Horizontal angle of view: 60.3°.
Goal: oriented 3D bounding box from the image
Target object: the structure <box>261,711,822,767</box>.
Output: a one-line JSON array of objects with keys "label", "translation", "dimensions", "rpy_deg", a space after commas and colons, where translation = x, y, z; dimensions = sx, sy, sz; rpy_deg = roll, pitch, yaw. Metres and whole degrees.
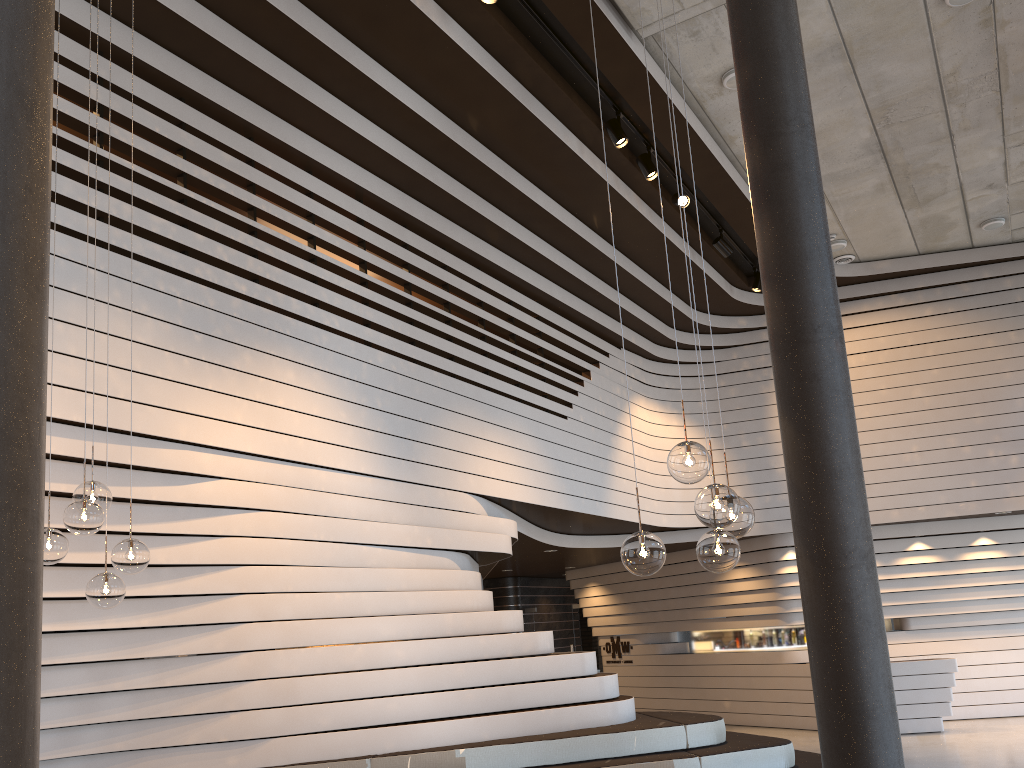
[{"label": "structure", "translation": [-3.245, 1.601, 0.683], "dimensions": [5.841, 0.909, 18.400], "rpy_deg": [-11, -17, 25]}]

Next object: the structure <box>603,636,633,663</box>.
[{"label": "structure", "translation": [1.877, 4.727, 15.680], "dimensions": [0.017, 0.460, 0.820], "rpy_deg": [3, -16, -33]}]

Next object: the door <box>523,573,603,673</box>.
[{"label": "door", "translation": [1.043, 4.963, 16.843], "dimensions": [1.800, 2.649, 0.080], "rpy_deg": [-13, -13, 35]}]

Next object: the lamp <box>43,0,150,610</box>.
[{"label": "lamp", "translation": [-2.085, -1.257, 4.347], "dimensions": [0.531, 4.623, 0.340], "rpy_deg": [-3, -10, -8]}]

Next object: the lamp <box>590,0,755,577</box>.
[{"label": "lamp", "translation": [2.096, -0.124, 9.032], "dimensions": [9.156, 4.523, 42.275], "rpy_deg": [-12, -18, 28]}]

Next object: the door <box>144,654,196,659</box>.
[{"label": "door", "translation": [-2.845, 2.944, 7.648], "dimensions": [0.984, 2.064, 0.164], "rpy_deg": [-11, -12, 30]}]
